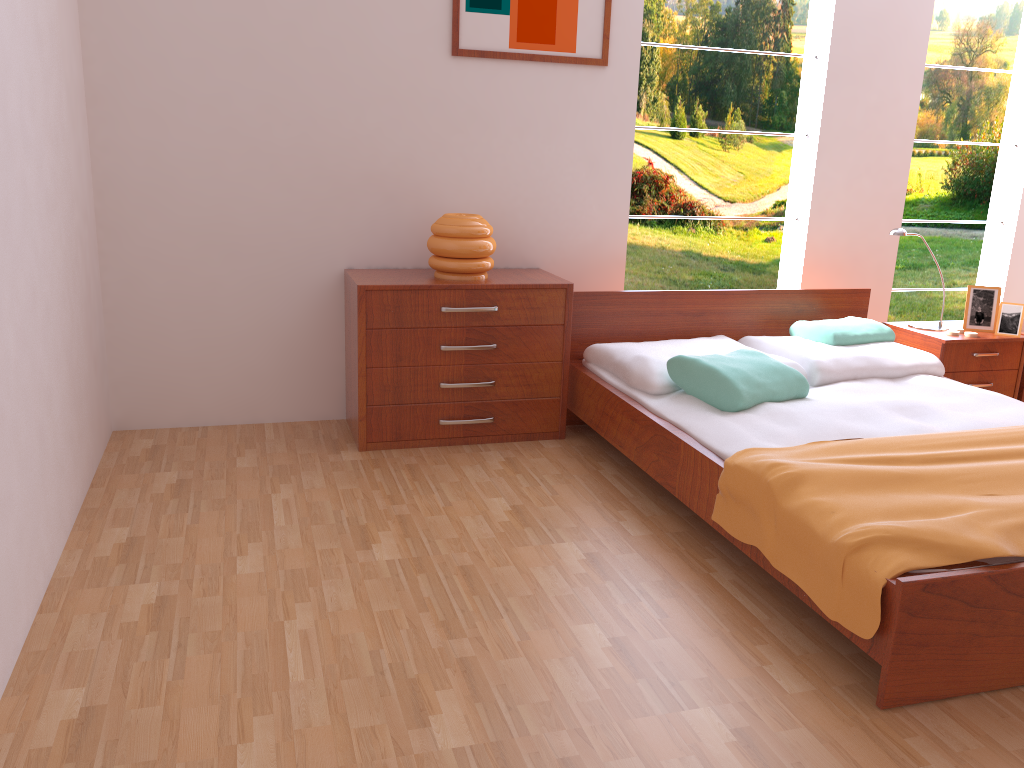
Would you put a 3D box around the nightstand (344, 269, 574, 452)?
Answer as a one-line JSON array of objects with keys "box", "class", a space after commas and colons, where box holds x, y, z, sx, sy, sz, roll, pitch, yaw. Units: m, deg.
[{"box": [-0.222, -0.112, 3.497, 0.815, 0.626, 0.428, -2, 16, -17], "class": "nightstand"}]

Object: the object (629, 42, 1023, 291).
[{"box": [1.534, -1.309, 4.040, 2.205, 1.815, 0.033, -2, 16, -17], "class": "object"}]

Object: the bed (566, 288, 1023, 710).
[{"box": [1.251, 0.125, 2.925, 1.632, 0.560, 1.990, -2, 16, -17], "class": "bed"}]

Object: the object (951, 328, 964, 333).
[{"box": [1.873, -0.224, 3.731, 0.049, 0.018, 0.049, -7, 17, -30], "class": "object"}]

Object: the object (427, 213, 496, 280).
[{"box": [-0.192, -0.525, 3.388, 0.264, 0.244, 0.264, 2, 15, 0], "class": "object"}]

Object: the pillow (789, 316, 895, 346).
[{"box": [1.362, -0.209, 3.670, 0.322, 0.116, 0.276, -3, 16, -20], "class": "pillow"}]

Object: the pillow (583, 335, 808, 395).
[{"box": [0.678, -0.070, 3.394, 0.682, 0.157, 0.574, -4, 16, -23], "class": "pillow"}]

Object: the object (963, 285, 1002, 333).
[{"box": [1.991, -0.318, 3.757, 0.131, 0.191, 0.037, 6, 15, 12], "class": "object"}]

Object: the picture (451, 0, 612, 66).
[{"box": [0.085, -1.524, 3.435, 0.645, 0.517, 0.030, -2, 16, -17], "class": "picture"}]

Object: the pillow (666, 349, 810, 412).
[{"box": [0.781, -0.020, 3.064, 0.425, 0.164, 0.334, -10, 19, -39], "class": "pillow"}]

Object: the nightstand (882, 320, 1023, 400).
[{"box": [1.882, -0.018, 3.841, 0.439, 0.442, 0.377, -2, 16, -17], "class": "nightstand"}]

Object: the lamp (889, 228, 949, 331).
[{"box": [1.722, -0.439, 3.720, 0.337, 0.421, 0.163, -6, 17, -28], "class": "lamp"}]

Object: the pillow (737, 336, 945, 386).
[{"box": [1.325, -0.103, 3.609, 0.630, 0.182, 0.574, -3, 16, -18], "class": "pillow"}]

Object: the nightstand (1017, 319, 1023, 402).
[{"box": [2.327, -0.037, 3.974, 0.439, 0.442, 0.377, -2, 16, -17], "class": "nightstand"}]

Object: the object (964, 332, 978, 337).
[{"box": [1.890, -0.202, 3.652, 0.049, 0.018, 0.049, -7, 17, -30], "class": "object"}]

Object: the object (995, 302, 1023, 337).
[{"box": [2.067, -0.267, 3.680, 0.094, 0.137, 0.027, 10, 17, 27], "class": "object"}]

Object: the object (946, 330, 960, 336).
[{"box": [1.827, -0.210, 3.674, 0.049, 0.018, 0.049, -7, 17, -30], "class": "object"}]
